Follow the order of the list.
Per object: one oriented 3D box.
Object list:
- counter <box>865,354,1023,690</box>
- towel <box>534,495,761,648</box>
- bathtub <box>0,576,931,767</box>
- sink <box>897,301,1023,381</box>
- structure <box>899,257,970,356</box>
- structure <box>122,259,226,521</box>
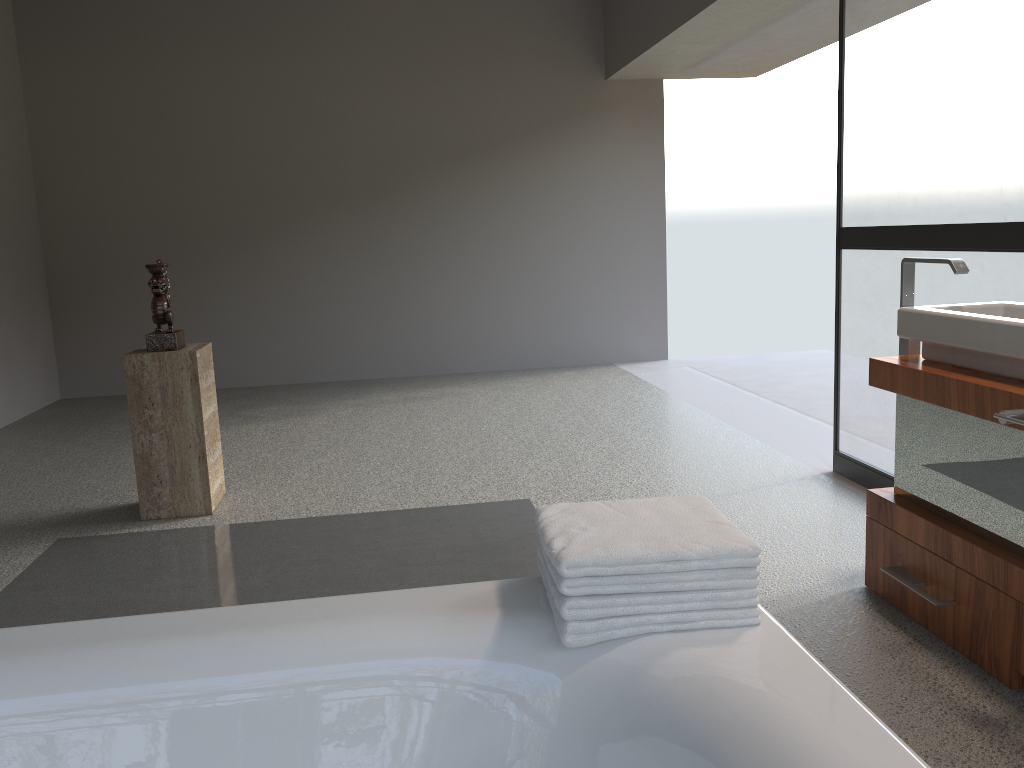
[{"bbox_3d":[1.384,0.403,1.787,0.525,0.703,1.851,-4,10,-8],"label":"counter"},{"bbox_3d":[0.209,0.296,1.478,0.322,0.145,0.306,-3,9,-5],"label":"towel"},{"bbox_3d":[-0.488,0.739,0.895,1.958,0.503,1.329,-4,10,-8],"label":"bathtub"},{"bbox_3d":[1.339,-0.159,2.222,0.352,0.265,0.751,-4,10,-8],"label":"sink"},{"bbox_3d":[1.259,0.115,2.698,0.069,0.987,0.303,-4,9,-8],"label":"structure"},{"bbox_3d":[-1.451,0.007,3.792,0.292,1.072,0.328,-4,9,-8],"label":"structure"}]
